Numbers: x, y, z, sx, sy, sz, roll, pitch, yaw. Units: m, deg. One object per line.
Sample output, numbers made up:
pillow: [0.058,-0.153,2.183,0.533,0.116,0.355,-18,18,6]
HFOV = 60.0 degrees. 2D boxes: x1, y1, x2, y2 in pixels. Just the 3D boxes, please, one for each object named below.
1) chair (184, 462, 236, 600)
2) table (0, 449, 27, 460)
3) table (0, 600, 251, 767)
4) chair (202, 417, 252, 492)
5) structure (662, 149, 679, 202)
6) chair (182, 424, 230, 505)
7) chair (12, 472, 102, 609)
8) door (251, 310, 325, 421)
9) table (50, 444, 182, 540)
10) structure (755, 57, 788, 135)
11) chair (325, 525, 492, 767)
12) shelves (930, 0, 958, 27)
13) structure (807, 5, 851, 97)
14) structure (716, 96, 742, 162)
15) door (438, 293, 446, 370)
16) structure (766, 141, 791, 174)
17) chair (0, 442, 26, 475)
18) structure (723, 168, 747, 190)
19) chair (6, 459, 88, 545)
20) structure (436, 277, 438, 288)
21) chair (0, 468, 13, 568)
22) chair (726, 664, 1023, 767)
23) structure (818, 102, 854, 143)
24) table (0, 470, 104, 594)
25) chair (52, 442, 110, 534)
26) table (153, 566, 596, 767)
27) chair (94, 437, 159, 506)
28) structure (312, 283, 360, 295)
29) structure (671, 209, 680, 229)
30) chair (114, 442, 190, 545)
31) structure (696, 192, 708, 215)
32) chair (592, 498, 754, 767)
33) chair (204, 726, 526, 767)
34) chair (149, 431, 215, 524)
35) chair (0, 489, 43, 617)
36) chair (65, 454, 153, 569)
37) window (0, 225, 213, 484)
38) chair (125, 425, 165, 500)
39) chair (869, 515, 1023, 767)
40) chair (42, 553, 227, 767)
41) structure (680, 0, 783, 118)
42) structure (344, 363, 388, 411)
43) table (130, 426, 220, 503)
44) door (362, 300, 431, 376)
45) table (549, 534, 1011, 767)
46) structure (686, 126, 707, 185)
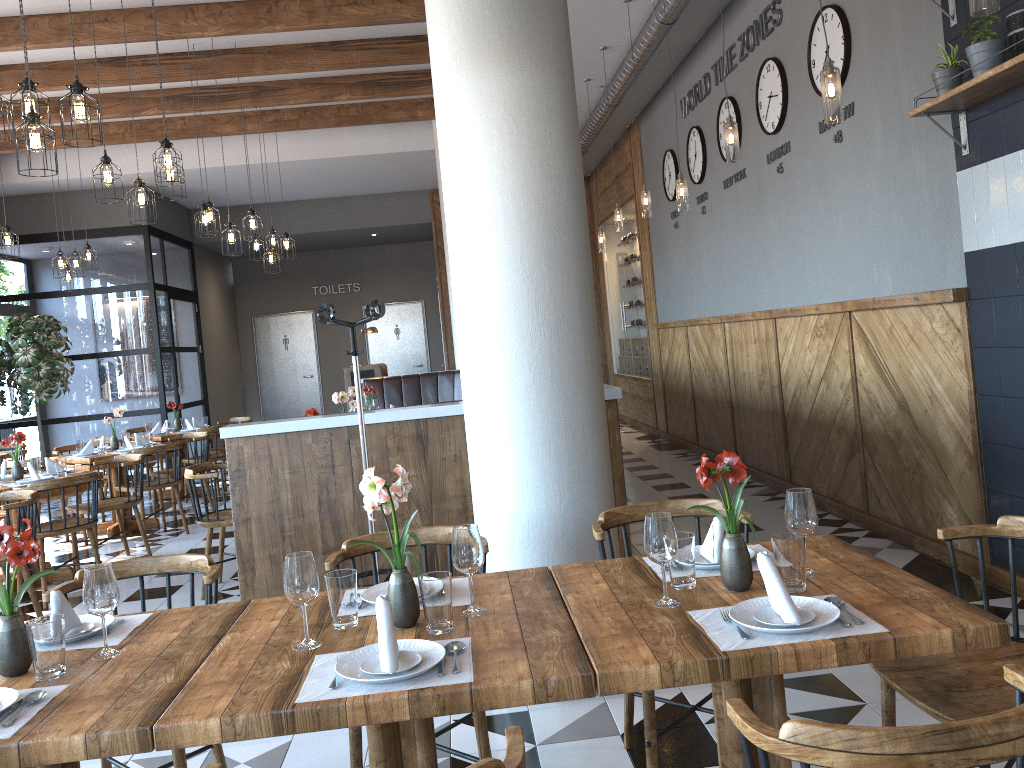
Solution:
chair: [-1.796,0.917,5.756,0.550,0.817,0.519,-6,1,-4]
table: [-5.615,1.145,9.158,0.850,0.763,0.851,-6,2,-4]
table: [-1.100,1.054,2.077,0.850,0.763,0.851,-6,2,-4]
chair: [-3.380,0.833,10.647,0.518,0.817,0.551,-5,1,41]
structure: [1.741,-2.285,9.714,0.046,0.560,0.561,-5,2,-4]
chair: [-3.309,0.871,9.716,0.549,0.817,0.521,-5,1,41]
chair: [-3.055,1.027,5.973,0.549,0.817,0.521,-5,1,41]
door: [-4.288,-0.180,17.029,1.207,2.393,0.114,-6,0,-4]
table: [-3.659,1.001,8.262,0.863,0.763,0.866,-4,2,41]
structure: [1.948,-2.158,6.655,0.046,0.560,0.561,-5,2,-4]
chair: [-0.297,0.915,2.800,0.519,0.817,0.550,-6,1,-4]
shelves: [2.038,-1.860,3.883,0.247,0.297,0.905,-6,3,-4]
structure: [2.016,-2.116,5.645,0.046,0.560,0.561,-5,2,-4]
structure: [1.879,-2.200,7.675,0.046,0.560,0.561,-5,2,-4]
door: [-1.226,-0.426,16.050,0.114,2.393,1.207,-5,1,-4]
structure: [2.007,-1.674,6.656,0.021,0.199,0.443,-5,2,-4]
chair: [-5.669,1.092,9.811,0.519,0.817,0.550,-6,1,-4]
structure: [1.931,-1.777,7.685,0.021,0.079,0.583,-5,3,-4]
chair: [-4.086,1.039,7.768,0.518,0.817,0.551,-5,1,41]
structure: [-1.340,-1.824,16.000,0.025,0.197,0.566,-5,2,-4]
chair: [-4.022,1.078,6.822,0.549,0.817,0.521,-5,1,41]
chair: [0.654,0.886,1.533,0.519,0.817,0.550,-6,1,-4]
structure: [2.075,-1.633,5.653,0.021,0.199,0.498,-5,2,-4]
table: [-3.533,1.078,6.406,0.863,0.763,0.866,-4,2,41]
chair: [-4.148,1.001,8.677,0.549,0.817,0.521,-5,1,41]
table: [-0.253,0.970,2.135,0.850,0.763,0.851,-6,2,-4]
chair: [-4.214,0.960,9.655,0.518,0.817,0.551,-5,1,41]
structure: [-3.393,-1.829,17.101,0.916,0.166,0.035,-6,0,-4]
structure: [1.799,-1.802,9.729,0.021,0.197,0.306,-5,2,-4]
chair: [-3.181,0.949,7.829,0.549,0.817,0.521,-5,1,41]
structure: [1.870,-1.759,8.685,0.021,0.199,0.369,-5,2,-4]
chair: [0.565,0.830,2.859,0.519,0.817,0.550,-6,1,-4]
chair: [-0.207,0.971,1.474,0.519,0.817,0.550,-6,1,-4]
chair: [-3.242,0.912,8.739,0.518,0.817,0.551,-5,1,41]
chair: [-2.995,1.063,5.087,0.518,0.817,0.551,-5,1,41]
chair: [-3.117,0.989,6.883,0.518,0.817,0.551,-5,1,41]
window: [-6.279,-0.371,13.327,2.728,3.548,2.187,-6,1,-4]
chair: [-4.275,0.922,10.564,0.549,0.817,0.521,-5,1,41]
chair: [1.237,0.796,2.239,0.550,0.817,0.519,-6,1,-4]
chair: [-1.158,1.001,2.742,0.519,0.817,0.550,-6,1,-4]
structure: [1.831,-2.747,7.702,0.033,0.199,2.731,-5,3,-4]
structure: [-1.765,0.394,11.515,0.645,1.300,1.046,-6,1,-4]
table: [-3.786,0.923,10.137,0.863,0.763,0.866,-4,2,41]
door: [-2.188,-0.388,17.172,1.207,2.393,0.114,-6,0,-4]
table: [0.595,0.886,2.192,0.850,0.763,0.851,-6,2,-4]
structure: [1.810,-2.243,8.695,0.046,0.560,0.561,-5,2,-4]
